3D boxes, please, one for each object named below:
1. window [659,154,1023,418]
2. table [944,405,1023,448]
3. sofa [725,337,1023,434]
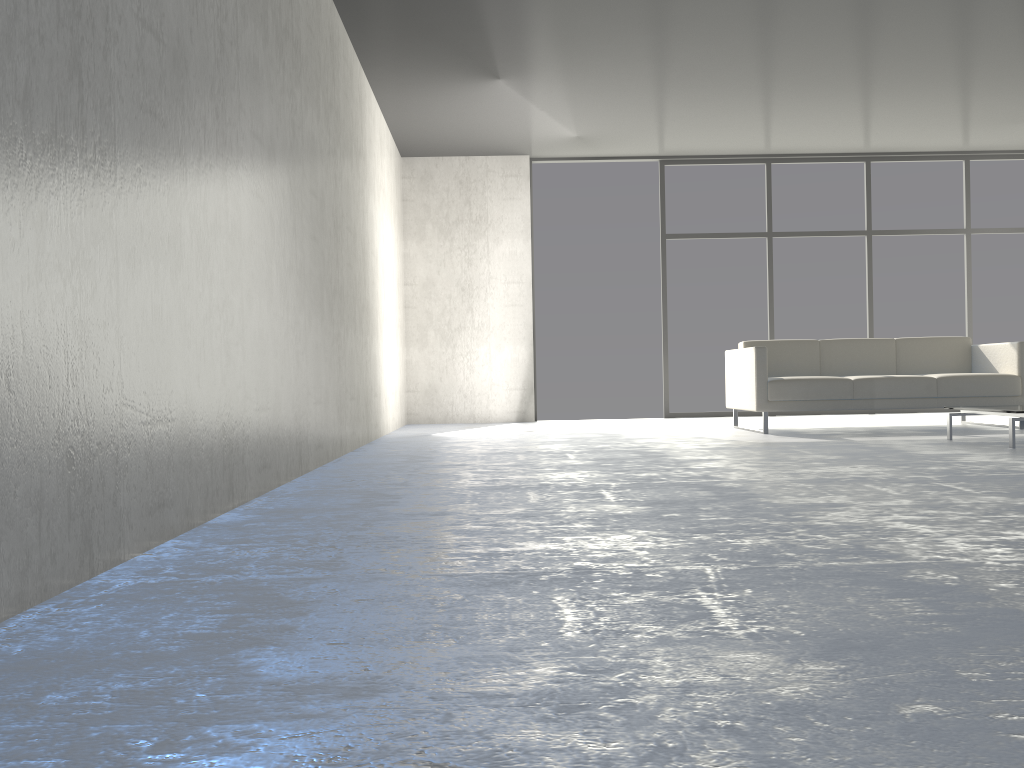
[{"bbox_3d":[3.475,-0.949,8.546,4.080,2.477,0.037,-1,0,-1],"label":"window"},{"bbox_3d":[2.938,0.224,4.870,0.773,0.190,0.730,-1,0,-1],"label":"table"},{"bbox_3d":[2.573,-0.011,6.370,1.881,0.658,0.821,-1,0,-1],"label":"sofa"}]
